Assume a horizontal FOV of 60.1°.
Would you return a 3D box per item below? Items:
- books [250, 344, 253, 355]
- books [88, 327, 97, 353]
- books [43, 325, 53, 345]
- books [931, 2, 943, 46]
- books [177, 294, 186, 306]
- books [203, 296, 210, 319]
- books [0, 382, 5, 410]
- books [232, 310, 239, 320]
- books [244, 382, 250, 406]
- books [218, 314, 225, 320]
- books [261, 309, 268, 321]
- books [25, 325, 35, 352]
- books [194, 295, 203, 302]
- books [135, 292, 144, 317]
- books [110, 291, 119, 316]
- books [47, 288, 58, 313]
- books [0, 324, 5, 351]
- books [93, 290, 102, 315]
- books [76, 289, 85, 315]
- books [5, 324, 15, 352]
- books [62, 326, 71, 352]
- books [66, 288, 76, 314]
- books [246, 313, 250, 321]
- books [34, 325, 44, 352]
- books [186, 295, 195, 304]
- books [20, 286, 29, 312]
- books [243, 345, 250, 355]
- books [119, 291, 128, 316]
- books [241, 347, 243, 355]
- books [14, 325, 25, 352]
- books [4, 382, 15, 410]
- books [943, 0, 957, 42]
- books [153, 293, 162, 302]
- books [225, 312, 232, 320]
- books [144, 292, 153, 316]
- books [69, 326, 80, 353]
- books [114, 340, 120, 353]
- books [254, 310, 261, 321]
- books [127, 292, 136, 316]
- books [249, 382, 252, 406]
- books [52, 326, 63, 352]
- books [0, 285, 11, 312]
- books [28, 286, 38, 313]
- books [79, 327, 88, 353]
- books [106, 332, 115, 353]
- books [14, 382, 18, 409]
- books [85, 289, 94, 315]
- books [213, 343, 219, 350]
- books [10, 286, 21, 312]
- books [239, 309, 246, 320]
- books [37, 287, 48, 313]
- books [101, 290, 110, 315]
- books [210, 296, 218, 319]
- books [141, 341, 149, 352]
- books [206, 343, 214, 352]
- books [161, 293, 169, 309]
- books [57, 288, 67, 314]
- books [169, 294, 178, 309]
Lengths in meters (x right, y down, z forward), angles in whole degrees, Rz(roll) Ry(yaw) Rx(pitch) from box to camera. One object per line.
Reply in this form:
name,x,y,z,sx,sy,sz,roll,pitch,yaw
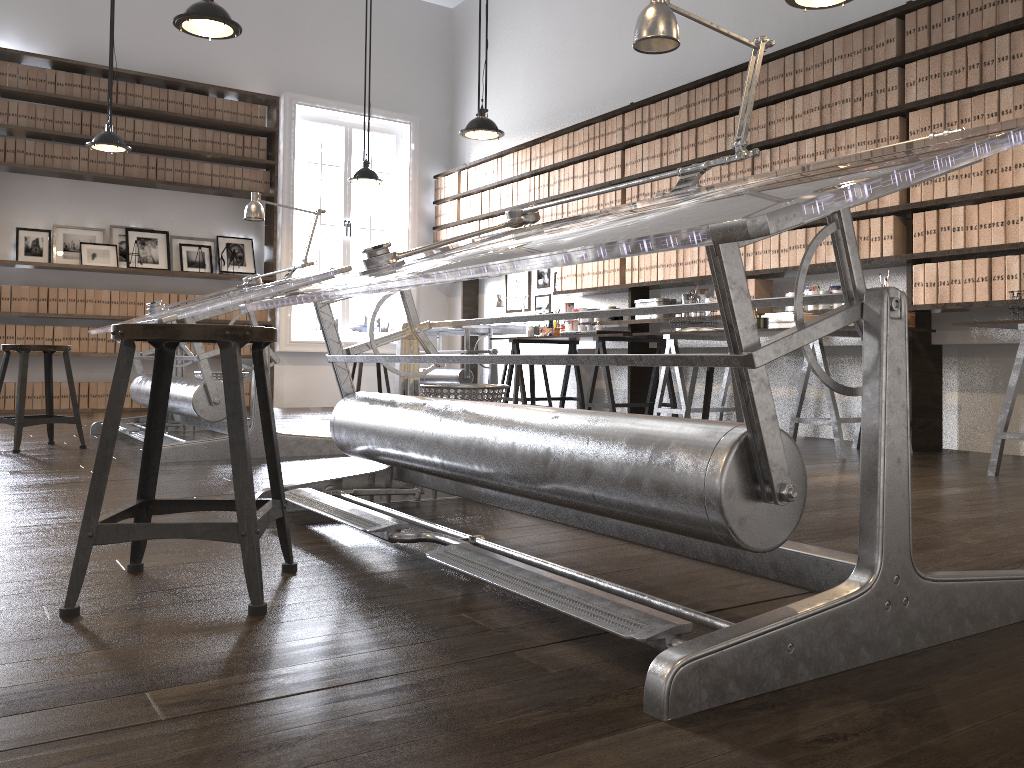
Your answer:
books,-2.502,-0.387,8.504,0.066,0.226,0.174,2,-1,-33
books,-3.677,-0.385,7.741,0.066,0.226,0.174,2,-1,-33
books,-3.960,-0.384,7.552,0.067,0.226,0.174,2,-1,-33
books,2.318,-1.901,4.729,0.174,0.226,0.066,1,-1,-33
books,-3.053,-0.708,8.147,0.067,0.226,0.174,2,-1,-33
books,-2.874,-0.709,8.269,0.066,0.226,0.174,2,-1,-33
books,-4.257,0.099,7.353,0.066,0.226,0.174,2,-1,-33
books,-2.648,-0.709,8.413,0.066,0.226,0.174,2,-1,-33
books,-2.562,0.095,8.448,0.067,0.226,0.174,2,-1,-33
books,-2.755,-0.709,8.340,0.067,0.226,0.174,2,-1,-33
books,-2.418,-0.710,8.558,0.067,0.226,0.174,2,-1,-33
books,-4.080,-0.384,7.480,0.066,0.226,0.174,2,-1,-33
books,-2.931,-0.709,8.227,0.066,0.226,0.174,2,-1,-33
books,-3.355,-0.708,7.954,0.066,0.226,0.174,2,-1,-33
books,-3.529,-0.707,7.838,0.067,0.226,0.174,2,-1,-33
books,-3.937,-0.707,7.580,0.066,0.226,0.174,2,-1,-33
books,-4.256,-0.383,7.357,0.067,0.226,0.174,2,-1,-33
books,-3.645,-0.707,7.767,0.066,0.226,0.174,2,-1,-33
books,-3.758,-0.707,7.695,0.066,0.226,0.174,2,-1,-33
books,-4.196,-0.383,7.397,0.066,0.226,0.174,2,-1,-33
books,-3.848,-0.384,7.628,0.066,0.226,0.174,2,-1,-33
books,-3.817,-0.707,7.657,0.066,0.226,0.174,2,-1,-33
books,-2.534,-0.710,8.489,0.066,0.226,0.174,2,-1,-33
books,-4.021,-0.384,7.517,0.066,0.226,0.174,2,-1,-33
books,-2.993,-0.709,8.192,0.066,0.226,0.174,2,-1,-33
books,-4.115,-0.706,7.461,0.066,0.226,0.174,2,-1,-33
books,-2.561,-0.387,8.465,0.066,0.226,0.174,2,-1,-33
books,-3.473,-0.708,7.880,0.066,0.226,0.174,2,-1,-33
books,-2.614,-0.387,8.424,0.067,0.226,0.174,2,-1,-33
books,-4.137,-0.383,7.439,0.066,0.226,0.174,2,-1,-33
books,-4.196,0.099,7.387,0.067,0.226,0.174,2,-1,-33
books,2.353,-1.900,4.667,0.174,0.226,0.066,1,-1,-33
books,-3.231,-0.708,8.030,0.067,0.226,0.174,2,-1,-33
books,-2.701,-0.709,8.380,0.066,0.226,0.174,2,-1,-33
books,-3.292,-0.708,7.990,0.066,0.226,0.174,2,-1,-33
books,-3.790,-0.384,7.661,0.067,0.226,0.174,2,-1,-33
books,-3.492,-0.385,7.855,0.067,0.226,0.174,2,-1,-33
books,-2.477,-0.710,8.528,0.066,0.226,0.174,2,-1,-33
books,-3.415,-0.708,7.919,0.066,0.226,0.174,2,-1,-33
books,-2.503,0.095,8.493,0.066,0.226,0.174,2,-1,-33
books,-3.900,-0.384,7.593,0.066,0.226,0.174,2,-1,-33
books,-4.227,-0.706,7.383,0.066,0.226,0.174,2,-1,-33
books,-4.062,-0.706,7.499,0.066,0.226,0.174,2,-1,-33
books,-3.736,-0.384,7.702,0.066,0.226,0.174,2,-1,-33
books,-3.558,-0.385,7.819,0.066,0.226,0.174,2,-1,-33
books,-4.137,0.099,7.429,0.066,0.226,0.174,2,-1,-33
books,-3.698,-0.707,7.727,0.067,0.226,0.174,2,-1,-33
books,-2.785,-0.386,8.315,0.067,0.226,0.174,2,-1,-33
books,-4.166,-0.706,7.423,0.067,0.226,0.174,2,-1,-33
books,-2.591,-0.709,8.447,0.067,0.226,0.174,2,-1,-33
books,-3.997,-0.706,7.534,0.067,0.226,0.174,2,-1,-33
books,-3.591,-0.707,7.800,0.066,0.226,0.174,2,-1,-33
books,-2.815,-0.709,8.308,0.066,0.226,0.174,2,-1,-33
books,-3.315,-0.385,7.972,0.066,0.226,0.174,2,-1,-33
books,-2.846,-0.386,8.280,0.066,0.226,0.174,2,-1,-33
books,-3.181,-0.708,8.068,0.066,0.226,0.174,2,-1,-33
books,-3.875,-0.707,7.615,0.066,0.226,0.174,2,-1,-33
books,-3.118,-0.708,8.111,0.066,0.226,0.174,2,-1,-33
